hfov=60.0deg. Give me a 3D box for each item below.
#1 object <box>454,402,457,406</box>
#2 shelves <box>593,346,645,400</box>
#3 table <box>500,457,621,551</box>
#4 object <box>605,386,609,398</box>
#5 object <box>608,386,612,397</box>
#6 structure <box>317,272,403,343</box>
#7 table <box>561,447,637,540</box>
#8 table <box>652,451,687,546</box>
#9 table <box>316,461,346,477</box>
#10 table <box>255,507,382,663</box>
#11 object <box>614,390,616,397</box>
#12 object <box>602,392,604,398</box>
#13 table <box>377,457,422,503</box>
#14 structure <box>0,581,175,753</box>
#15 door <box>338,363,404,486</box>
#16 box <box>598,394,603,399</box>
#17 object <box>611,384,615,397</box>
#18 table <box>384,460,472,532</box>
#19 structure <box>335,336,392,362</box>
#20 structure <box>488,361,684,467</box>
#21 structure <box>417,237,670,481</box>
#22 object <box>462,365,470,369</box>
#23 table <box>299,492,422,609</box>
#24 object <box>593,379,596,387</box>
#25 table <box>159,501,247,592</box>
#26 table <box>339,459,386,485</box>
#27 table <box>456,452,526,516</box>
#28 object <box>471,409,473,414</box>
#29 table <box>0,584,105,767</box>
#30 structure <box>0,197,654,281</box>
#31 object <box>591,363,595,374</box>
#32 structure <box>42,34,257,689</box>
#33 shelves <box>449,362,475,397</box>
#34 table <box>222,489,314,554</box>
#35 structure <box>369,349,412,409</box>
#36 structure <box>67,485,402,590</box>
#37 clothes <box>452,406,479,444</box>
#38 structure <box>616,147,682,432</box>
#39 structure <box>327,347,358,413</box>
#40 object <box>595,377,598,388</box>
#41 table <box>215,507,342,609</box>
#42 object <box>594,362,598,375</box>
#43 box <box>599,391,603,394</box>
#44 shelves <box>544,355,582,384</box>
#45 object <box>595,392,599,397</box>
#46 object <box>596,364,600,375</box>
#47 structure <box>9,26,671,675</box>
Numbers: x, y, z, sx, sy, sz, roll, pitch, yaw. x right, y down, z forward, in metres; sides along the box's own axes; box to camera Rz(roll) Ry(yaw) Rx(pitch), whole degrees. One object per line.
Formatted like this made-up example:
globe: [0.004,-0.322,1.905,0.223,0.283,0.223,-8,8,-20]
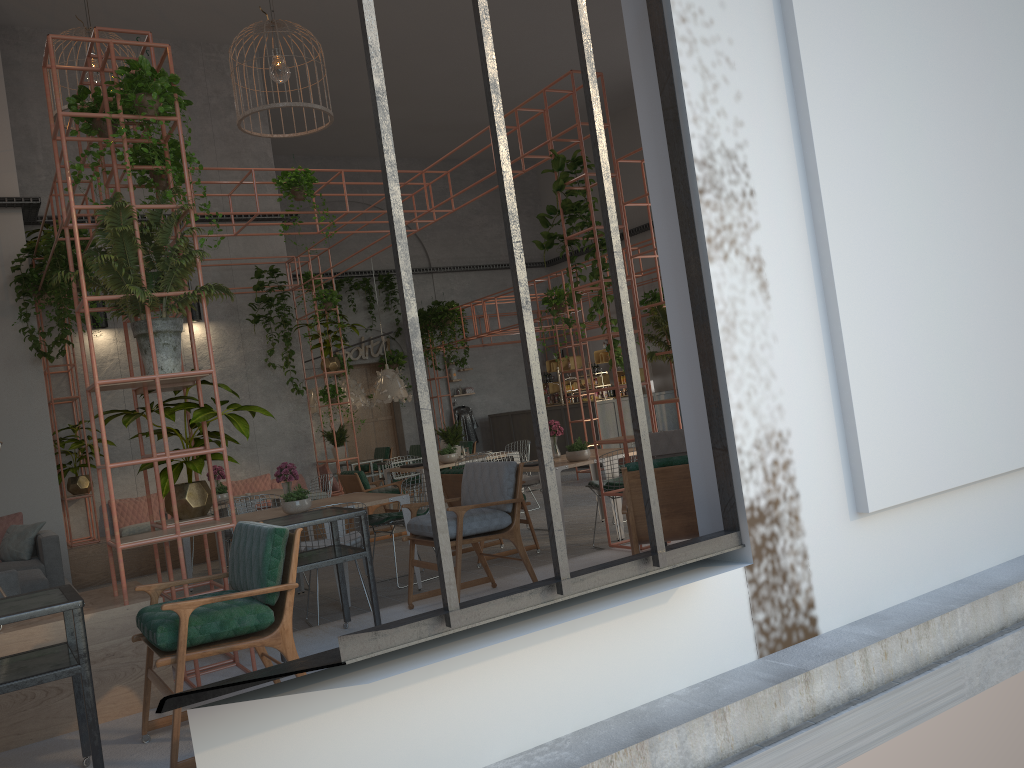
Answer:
object: [-1.299,0.444,20.272,0.093,0.121,0.049,-8,-1,-29]
shelves: [2.291,0.137,19.115,0.328,1.838,1.750,-8,-1,-32]
table: [0.414,1.216,9.028,0.694,0.830,1.205,-8,-1,-32]
object: [2.068,0.174,19.284,0.072,0.248,0.094,-8,-1,-32]
object: [2.117,0.166,19.196,0.082,0.246,0.082,-8,-1,1]
structure: [-3.299,-1.618,19.198,1.939,1.514,0.856,-7,-1,-37]
table: [1.000,1.137,9.397,0.694,0.830,1.214,-8,-1,-32]
table: [1.254,0.859,5.826,0.602,0.798,0.635,-8,-1,8]
table: [-3.576,1.950,17.522,0.635,0.798,0.602,-8,-1,-32]
table: [-1.228,1.209,5.405,0.635,0.798,0.602,-8,-1,-32]
object: [2.235,0.132,19.180,0.065,0.280,0.065,-8,-1,12]
object: [2.010,0.199,19.373,0.073,0.219,0.105,-8,-1,-25]
table: [-1.765,1.640,14.532,0.635,0.798,0.602,-8,-1,-32]
structure: [-4.573,1.541,5.933,3.396,1.111,9.152,-8,-1,-32]
door: [-3.346,0.954,19.873,1.360,2.729,0.551,-8,-1,-32]
box: [1.950,0.273,19.471,0.058,0.093,0.122,-8,-1,-32]
object: [2.161,0.136,19.129,0.066,0.291,0.066,-9,-1,43]
table: [-1.040,1.451,11.391,0.694,0.830,1.205,-8,-1,-32]
structure: [-3.239,-0.778,19.273,1.312,0.505,0.063,-8,-1,-32]
structure: [1.622,0.602,19.125,2.579,2.022,4.057,-8,-1,-32]
structure: [3.105,-0.499,14.615,4.157,4.247,14.689,-8,-1,-32]
object: [-1.095,-0.393,20.430,0.263,0.101,0.013,-8,-1,-32]
table: [-1.428,1.450,7.950,0.694,0.830,1.214,-8,-1,-32]
object: [1.814,-0.007,19.679,0.131,0.207,0.131,-8,-1,13]
table: [-3.424,1.769,9.913,0.694,0.830,1.205,-8,-1,-32]
table: [-2.671,1.795,16.027,0.635,0.798,0.602,-8,-1,-32]
table: [-0.454,1.373,11.759,0.694,0.830,1.214,-8,-1,-32]
object: [-0.914,0.649,20.492,0.033,0.146,0.070,-9,-1,30]
table: [-2.023,1.292,3.529,0.635,0.798,0.602,-8,-1,-32]
structure: [-1.598,-2.766,11.668,15.603,0.110,15.203,-8,-1,-32]
object: [1.781,-0.329,19.641,0.066,0.291,0.066,-9,-1,28]
structure: [-1.908,-0.120,4.878,0.748,3.623,0.722,-8,-1,-32]
shelves: [-1.159,-0.122,20.339,0.560,0.790,0.186,-8,-1,-31]
table: [-2.838,1.691,10.281,0.694,0.830,1.214,-8,-1,-32]
structure: [-2.685,-0.214,19.663,0.950,1.527,0.921,-8,-1,-33]
structure: [-4.959,2.243,14.284,4.386,0.500,5.831,-8,-1,-32]
clothes: [-1.053,0.989,20.290,0.366,0.997,0.625,-9,-1,39]
structure: [1.590,-0.366,8.240,0.624,3.602,0.424,-8,-1,-32]
structure: [-3.781,-0.088,18.936,0.921,1.527,0.950,-8,-1,2]
object: [1.881,-0.044,19.539,0.072,0.248,0.094,-8,-1,-32]
table: [-2.012,1.528,7.583,0.694,0.830,1.205,-8,-1,-32]
object: [1.846,-0.338,19.682,0.066,0.291,0.066,-8,-1,-25]
box: [1.969,0.176,19.496,0.058,0.093,0.122,-8,-1,-20]
shelves: [1.300,0.306,20.750,0.328,1.838,1.750,-8,-1,-32]
object: [1.878,0.226,19.572,0.070,0.209,0.070,-8,-1,19]
object: [1.916,-0.347,19.723,0.066,0.291,0.066,-8,-1,8]
structure: [-4.172,-0.059,12.029,4.501,4.345,14.096,-8,-1,-33]
